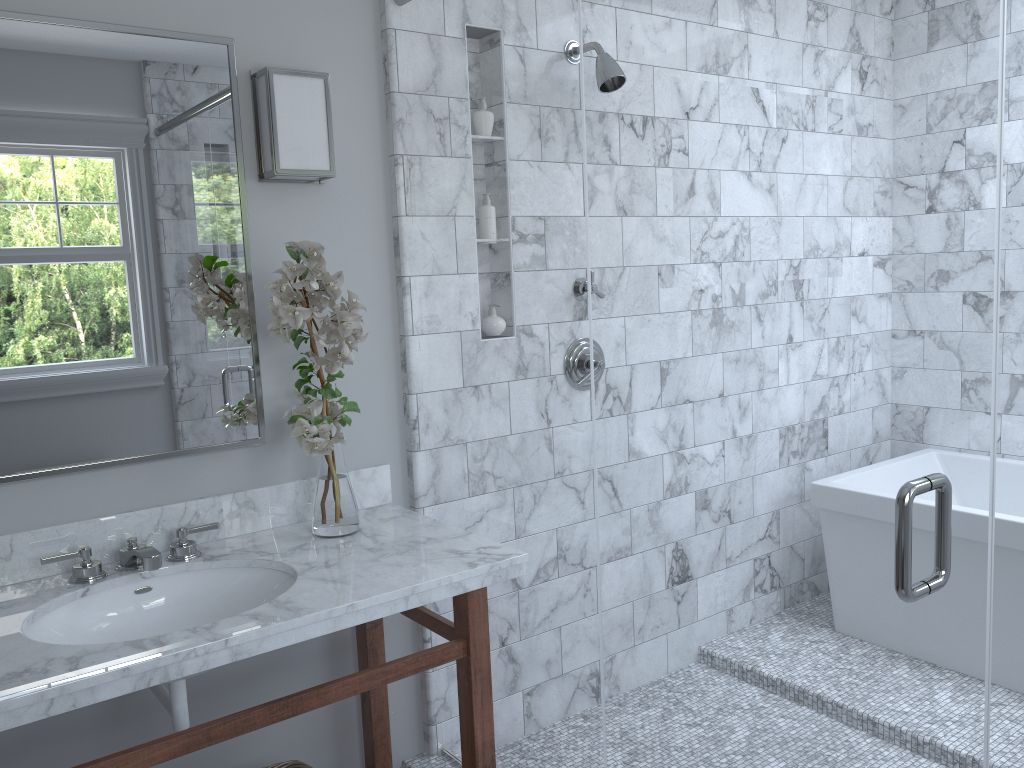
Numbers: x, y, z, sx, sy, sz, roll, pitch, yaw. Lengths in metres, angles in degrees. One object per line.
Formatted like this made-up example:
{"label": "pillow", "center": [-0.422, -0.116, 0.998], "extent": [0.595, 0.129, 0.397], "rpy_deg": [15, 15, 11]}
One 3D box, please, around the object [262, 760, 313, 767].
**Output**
{"label": "object", "center": [-0.604, 1.026, 1.957], "extent": [0.417, 0.198, 0.262], "rpy_deg": [-8, 9, -36]}

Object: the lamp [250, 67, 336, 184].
{"label": "lamp", "center": [-0.535, -0.637, 2.189], "extent": [0.175, 0.266, 0.091], "rpy_deg": [-8, 9, -36]}

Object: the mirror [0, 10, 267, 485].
{"label": "mirror", "center": [-0.923, -0.298, 1.969], "extent": [0.694, 0.977, 0.030], "rpy_deg": [-8, 9, -36]}

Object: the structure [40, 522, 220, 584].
{"label": "structure", "center": [-0.843, 0.378, 1.990], "extent": [0.256, 0.069, 0.295], "rpy_deg": [-1, 7, 13]}

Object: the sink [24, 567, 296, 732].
{"label": "sink", "center": [-0.708, 0.583, 1.820], "extent": [0.517, 0.270, 0.494], "rpy_deg": [-1, 7, 13]}

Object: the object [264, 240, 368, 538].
{"label": "object", "center": [-0.444, 0.028, 2.068], "extent": [0.225, 0.706, 0.374], "rpy_deg": [-3, 7, -5]}

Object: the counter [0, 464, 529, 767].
{"label": "counter", "center": [-0.800, 0.822, 1.782], "extent": [1.657, 0.983, 0.638], "rpy_deg": [-8, 9, -36]}
